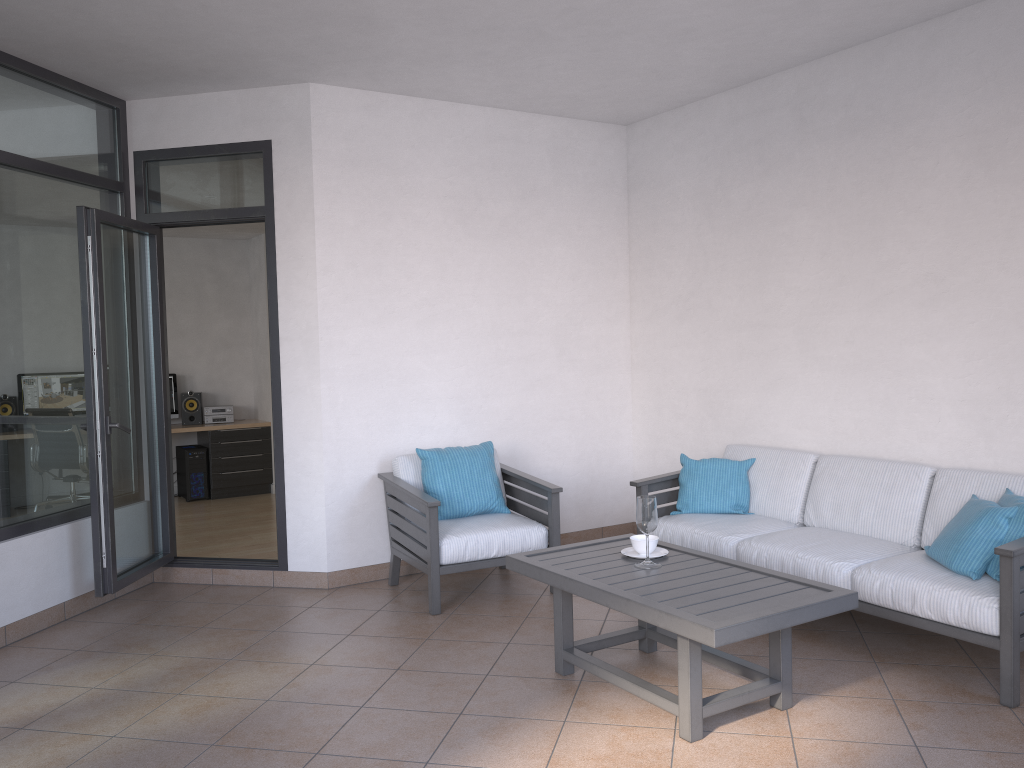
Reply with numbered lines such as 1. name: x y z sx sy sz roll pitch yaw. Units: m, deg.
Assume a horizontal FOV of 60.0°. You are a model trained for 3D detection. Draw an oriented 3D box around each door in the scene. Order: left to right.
1. door: -1.851 -0.131 4.957 0.905 2.500 0.924 -1 3 13

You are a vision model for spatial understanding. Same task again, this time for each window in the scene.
1. window: -2.912 -0.363 2.922 0.170 2.402 5.002 -1 3 13

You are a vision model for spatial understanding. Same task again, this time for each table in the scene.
1. table: 0.612 0.981 3.531 0.710 0.473 1.260 -3 3 -32

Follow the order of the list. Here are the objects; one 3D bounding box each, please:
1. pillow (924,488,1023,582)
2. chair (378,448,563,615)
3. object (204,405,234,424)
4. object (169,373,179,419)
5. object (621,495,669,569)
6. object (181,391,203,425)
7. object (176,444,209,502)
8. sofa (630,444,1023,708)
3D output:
1. pillow: 1.956 0.624 3.678 0.377 0.370 0.543 -1 3 8
2. chair: -0.250 0.789 5.073 0.797 0.765 0.807 -3 3 -27
3. object: -3.078 0.319 9.326 0.285 0.174 0.270 -2 3 -17
4. object: -3.778 0.173 9.001 0.716 0.535 0.190 -3 3 -27
5. object: 0.547 0.599 3.755 0.203 0.284 0.337 -1 3 19
6. object: -3.332 0.241 9.235 0.198 0.354 0.249 -2 3 -17
7. object: -3.273 0.910 9.084 0.215 0.527 0.474 -3 3 -32
8. sofa: 1.588 0.772 4.347 0.807 0.765 2.161 -3 3 -32
